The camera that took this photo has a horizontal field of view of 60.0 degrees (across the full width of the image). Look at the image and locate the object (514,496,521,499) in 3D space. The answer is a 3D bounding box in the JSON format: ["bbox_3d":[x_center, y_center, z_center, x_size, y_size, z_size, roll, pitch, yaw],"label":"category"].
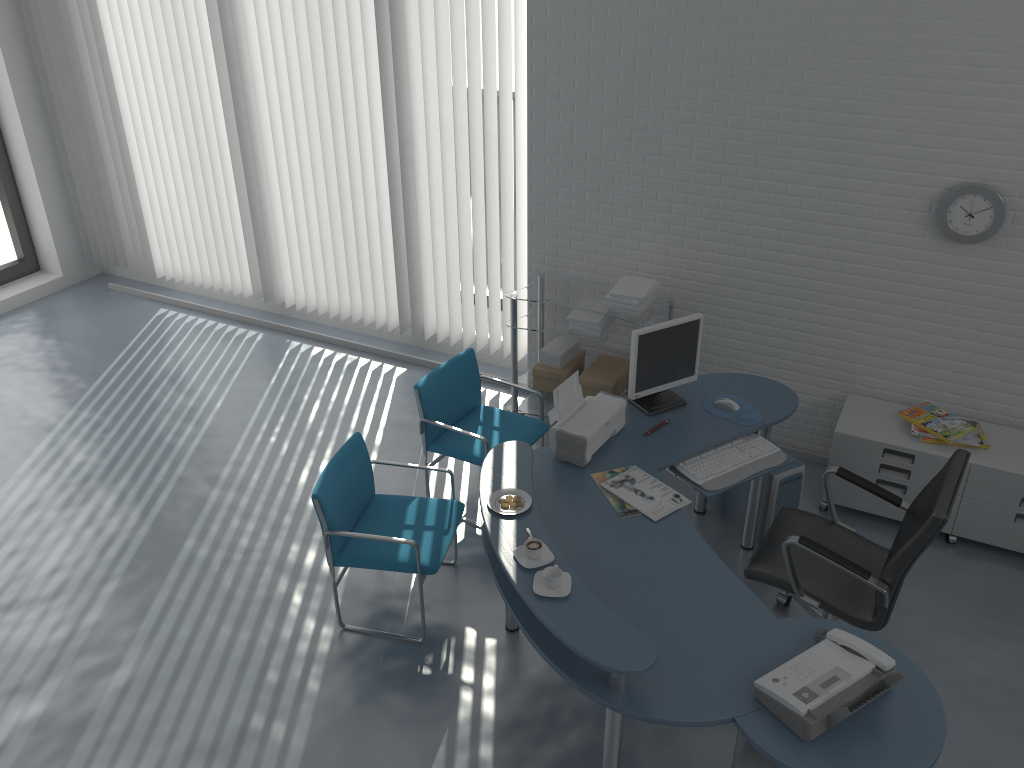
[{"bbox_3d":[0.019,0.411,3.182,0.025,0.005,0.027,-3,29,-4],"label":"object"}]

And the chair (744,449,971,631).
[{"bbox_3d":[1.333,0.685,3.551,0.652,0.948,0.584,17,33,28],"label":"chair"}]

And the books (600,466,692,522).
[{"bbox_3d":[0.517,0.424,3.443,0.200,0.010,0.300,-21,35,-32],"label":"books"}]

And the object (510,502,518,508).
[{"bbox_3d":[0.007,0.428,3.142,0.025,0.005,0.027,9,30,17],"label":"object"}]

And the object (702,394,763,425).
[{"bbox_3d":[1.002,0.101,3.998,0.285,0.026,0.213,22,36,35],"label":"object"}]

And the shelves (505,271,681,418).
[{"bbox_3d":[0.450,-0.114,5.114,0.896,0.848,0.441,14,32,25],"label":"shelves"}]

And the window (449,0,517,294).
[{"bbox_3d":[-1.150,-1.998,6.101,3.635,2.562,0.008,14,32,24],"label":"window"}]

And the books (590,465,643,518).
[{"bbox_3d":[0.456,0.416,3.462,0.200,0.005,0.300,-9,30,-15],"label":"books"}]

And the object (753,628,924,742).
[{"bbox_3d":[0.939,0.783,2.508,0.405,0.280,0.399,-18,33,-28],"label":"object"}]

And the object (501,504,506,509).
[{"bbox_3d":[-0.027,0.433,3.143,0.027,0.005,0.025,-1,29,0],"label":"object"}]

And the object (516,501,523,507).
[{"bbox_3d":[0.027,0.426,3.154,0.025,0.005,0.027,-3,29,-4],"label":"object"}]

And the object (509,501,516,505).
[{"bbox_3d":[0.000,0.424,3.158,0.025,0.005,0.027,6,30,11],"label":"object"}]

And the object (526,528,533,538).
[{"bbox_3d":[0.067,0.513,2.986,0.025,0.021,0.119,-8,30,-13],"label":"object"}]

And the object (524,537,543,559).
[{"bbox_3d":[0.073,0.539,2.899,0.062,0.049,0.078,8,30,16],"label":"object"}]

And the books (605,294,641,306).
[{"bbox_3d":[0.642,-0.492,4.779,0.190,0.015,0.270,15,33,26],"label":"books"}]

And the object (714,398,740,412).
[{"bbox_3d":[0.972,0.088,4.006,0.115,0.035,0.054,20,35,32],"label":"object"}]

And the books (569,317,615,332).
[{"bbox_3d":[0.464,-0.366,4.981,0.190,0.015,0.270,14,32,24],"label":"books"}]

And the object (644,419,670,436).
[{"bbox_3d":[0.629,0.190,3.856,0.178,0.013,0.013,-26,38,-38],"label":"object"}]

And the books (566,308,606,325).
[{"bbox_3d":[0.441,-0.404,4.957,0.190,0.015,0.270,12,31,21],"label":"books"}]

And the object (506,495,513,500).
[{"bbox_3d":[-0.009,0.409,3.186,0.025,0.005,0.027,-11,31,-18],"label":"object"}]

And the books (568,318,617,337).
[{"bbox_3d":[0.455,-0.340,4.996,0.190,0.015,0.270,13,32,23],"label":"books"}]

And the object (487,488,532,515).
[{"bbox_3d":[-0.008,0.422,3.160,0.162,0.011,0.162,-11,31,-17],"label":"object"}]

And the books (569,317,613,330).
[{"bbox_3d":[0.460,-0.377,4.969,0.190,0.015,0.270,13,32,23],"label":"books"}]

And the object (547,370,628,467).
[{"bbox_3d":[0.312,0.125,3.713,0.197,0.273,0.392,17,33,28],"label":"object"}]

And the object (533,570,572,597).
[{"bbox_3d":[0.127,0.630,2.783,0.119,0.016,0.119,2,29,6],"label":"object"}]

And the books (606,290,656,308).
[{"bbox_3d":[0.645,-0.483,4.792,0.190,0.015,0.270,14,32,24],"label":"books"}]

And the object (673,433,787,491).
[{"bbox_3d":[0.920,0.314,3.753,0.478,0.028,0.276,-17,33,-27],"label":"object"}]

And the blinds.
[{"bbox_3d":[-1.719,-1.897,5.865,4.001,2.955,0.158,14,32,24],"label":"blinds"}]

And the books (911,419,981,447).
[{"bbox_3d":[2.102,0.215,4.303,0.300,0.020,0.210,11,31,20],"label":"books"}]

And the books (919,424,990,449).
[{"bbox_3d":[2.130,0.235,4.308,0.300,0.020,0.210,5,30,11],"label":"books"}]

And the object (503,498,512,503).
[{"bbox_3d":[-0.015,0.415,3.165,0.025,0.005,0.027,17,33,28],"label":"object"}]

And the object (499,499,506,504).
[{"bbox_3d":[-0.033,0.419,3.168,0.025,0.005,0.027,-14,32,-22],"label":"object"}]

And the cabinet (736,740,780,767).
[{"bbox_3d":[0.916,1.304,2.799,0.383,0.605,0.559,15,33,26],"label":"cabinet"}]

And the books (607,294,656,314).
[{"bbox_3d":[0.651,-0.454,4.802,0.190,0.015,0.270,12,31,22],"label":"books"}]

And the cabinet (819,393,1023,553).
[{"bbox_3d":[2.232,0.482,4.380,1.259,0.484,0.447,14,32,24],"label":"cabinet"}]

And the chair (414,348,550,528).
[{"bbox_3d":[-0.151,0.272,4.576,0.543,0.707,0.542,17,33,28],"label":"chair"}]

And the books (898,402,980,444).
[{"bbox_3d":[2.073,0.186,4.315,0.210,0.020,0.300,-15,32,-24],"label":"books"}]

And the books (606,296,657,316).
[{"bbox_3d":[0.651,-0.441,4.809,0.190,0.015,0.270,14,32,24],"label":"books"}]

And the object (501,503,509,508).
[{"bbox_3d":[-0.023,0.430,3.139,0.027,0.005,0.025,3,29,7],"label":"object"}]

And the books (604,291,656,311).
[{"bbox_3d":[0.642,-0.467,4.796,0.190,0.015,0.270,15,32,25],"label":"books"}]

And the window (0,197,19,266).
[{"bbox_3d":[-4.671,-1.542,5.534,0.008,2.691,2.824,14,32,24],"label":"window"}]

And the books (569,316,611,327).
[{"bbox_3d":[0.463,-0.393,4.968,0.190,0.015,0.270,14,32,25],"label":"books"}]

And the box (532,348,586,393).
[{"bbox_3d":[0.278,-0.088,5.201,0.207,0.133,0.347,11,31,20],"label":"box"}]

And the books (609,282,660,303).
[{"bbox_3d":[0.664,-0.508,4.776,0.190,0.015,0.270,14,32,24],"label":"books"}]

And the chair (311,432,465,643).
[{"bbox_3d":[-0.521,0.657,3.888,0.543,0.707,0.542,5,30,11],"label":"chair"}]

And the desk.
[{"bbox_3d":[0.581,0.762,3.477,1.402,0.900,2.282,1,29,3],"label":"desk"}]

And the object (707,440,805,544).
[{"bbox_3d":[1.207,0.499,4.432,0.199,0.422,0.471,-15,32,-24],"label":"object"}]

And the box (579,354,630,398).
[{"bbox_3d":[0.539,-0.024,5.081,0.207,0.133,0.347,14,32,24],"label":"box"}]

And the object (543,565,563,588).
[{"bbox_3d":[0.132,0.607,2.776,0.078,0.049,0.062,-23,36,-35],"label":"object"}]

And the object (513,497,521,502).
[{"bbox_3d":[0.017,0.413,3.168,0.027,0.005,0.025,-9,30,-14],"label":"object"}]

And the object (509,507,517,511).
[{"bbox_3d":[0.004,0.439,3.132,0.027,0.005,0.025,8,30,15],"label":"object"}]

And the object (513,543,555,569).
[{"bbox_3d":[0.071,0.563,2.904,0.119,0.016,0.119,-13,31,-21],"label":"object"}]

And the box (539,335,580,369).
[{"bbox_3d":[0.278,-0.185,5.147,0.139,0.090,0.234,17,33,28],"label":"box"}]

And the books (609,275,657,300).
[{"bbox_3d":[0.650,-0.519,4.766,0.190,0.015,0.270,11,31,20],"label":"books"}]

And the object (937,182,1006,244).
[{"bbox_3d":[2.093,-0.777,4.046,0.279,0.277,0.041,14,32,24],"label":"object"}]

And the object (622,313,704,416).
[{"bbox_3d":[0.650,-0.106,3.973,0.365,0.417,0.212,-16,32,-25],"label":"object"}]

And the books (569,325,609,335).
[{"bbox_3d":[0.455,-0.353,4.989,0.190,0.015,0.270,11,31,20],"label":"books"}]
